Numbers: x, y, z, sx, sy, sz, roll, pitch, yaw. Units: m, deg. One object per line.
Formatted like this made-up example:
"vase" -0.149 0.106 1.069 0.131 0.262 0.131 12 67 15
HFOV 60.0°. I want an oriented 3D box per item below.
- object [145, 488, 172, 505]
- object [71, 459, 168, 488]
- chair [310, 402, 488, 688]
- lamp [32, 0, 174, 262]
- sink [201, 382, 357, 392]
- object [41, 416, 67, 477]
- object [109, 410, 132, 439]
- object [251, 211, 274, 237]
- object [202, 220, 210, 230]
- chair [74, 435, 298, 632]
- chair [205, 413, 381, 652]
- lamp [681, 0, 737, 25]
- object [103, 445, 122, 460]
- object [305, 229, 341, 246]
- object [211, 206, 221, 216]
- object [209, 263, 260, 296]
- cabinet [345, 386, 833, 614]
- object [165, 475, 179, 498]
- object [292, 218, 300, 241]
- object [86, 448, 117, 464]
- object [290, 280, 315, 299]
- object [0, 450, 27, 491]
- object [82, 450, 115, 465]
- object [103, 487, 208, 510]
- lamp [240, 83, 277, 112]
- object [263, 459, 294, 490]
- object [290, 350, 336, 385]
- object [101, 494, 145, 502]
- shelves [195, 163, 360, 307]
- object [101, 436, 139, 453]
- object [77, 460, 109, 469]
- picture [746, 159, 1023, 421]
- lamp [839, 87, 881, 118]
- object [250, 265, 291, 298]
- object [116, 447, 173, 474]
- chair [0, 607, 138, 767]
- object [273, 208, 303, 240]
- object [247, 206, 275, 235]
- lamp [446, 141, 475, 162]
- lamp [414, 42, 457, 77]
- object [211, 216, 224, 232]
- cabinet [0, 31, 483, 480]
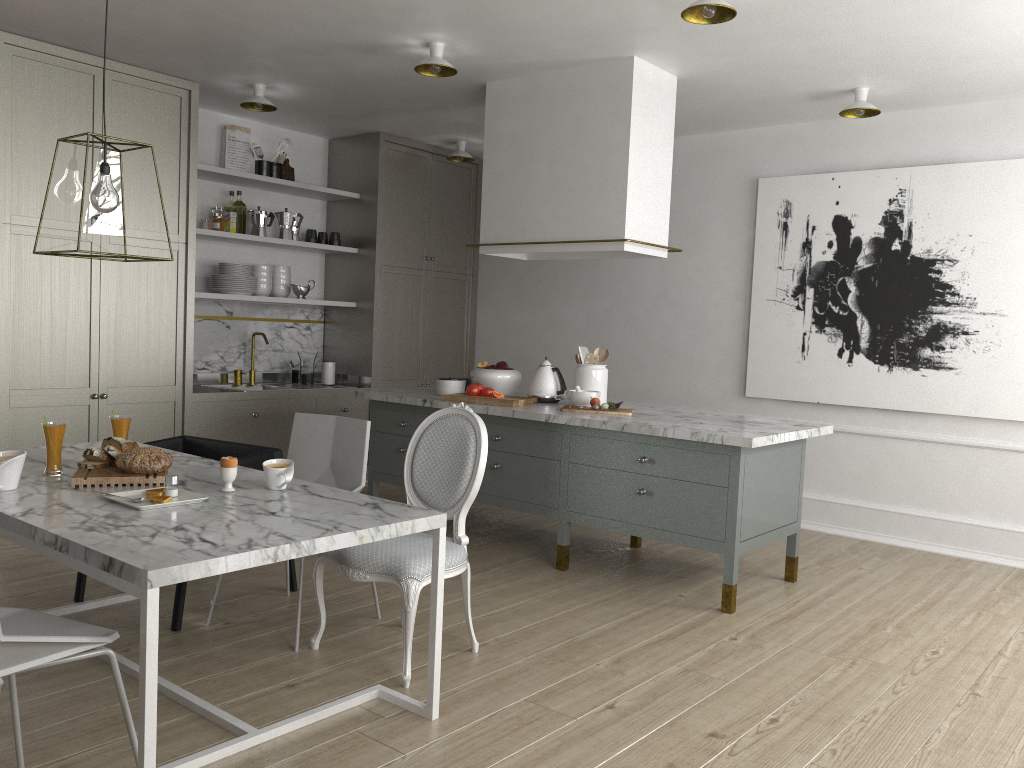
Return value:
"object" -0.976 0.311 2.448 0.068 0.014 0.197 1 4 -23
"object" -1.217 0.275 2.777 0.260 0.031 0.360 1 4 -21
"chair" -0.351 0.483 2.964 0.480 0.833 0.505 5 5 36
"lamp" -1.276 -0.955 2.788 0.584 1.108 0.584 0 5 -36
"sink" -1.506 0.100 5.790 0.475 0.174 0.877 6 5 39
"object" -1.412 0.189 2.735 0.071 0.188 0.071 0 4 -30
"object" -1.316 0.177 2.980 0.071 0.188 0.071 0 4 -30
"object" -1.573 -1.007 5.575 0.138 0.167 0.087 5 4 35
"object" -1.896 -0.976 5.496 0.046 0.084 0.046 1 4 -24
"chair" -1.247 0.536 3.449 0.569 0.597 0.609 5 4 29
"chair" -0.779 0.498 3.204 0.470 0.745 0.439 5 4 29
"lamp" 0.709 -1.382 3.185 0.197 0.130 0.197 3 4 14
"object" -1.244 0.225 2.790 0.079 0.067 0.074 3 4 11
"object" -1.308 -0.990 6.040 0.264 0.098 0.173 -1 5 -42
"object" -1.838 -1.018 5.508 0.059 0.172 0.059 3 4 12
"object" -1.738 -0.654 5.554 0.300 0.195 0.306 5 4 35
"cabinet" 0.260 0.468 4.466 2.360 0.721 0.870 6 5 39
"object" -0.956 0.286 2.491 0.036 0.060 0.036 2 4 -10
"object" -1.457 -1.023 5.915 0.087 0.167 0.138 1 4 -27
"object" -1.302 0.227 2.802 0.083 0.057 0.072 4 4 15
"object" -1.394 -0.631 5.906 0.102 0.135 0.210 5 4 31
"object" -1.419 0.248 2.479 0.110 0.105 0.170 0 4 -31
"object" -1.299 0.230 2.773 0.083 0.055 0.073 4 4 15
"object" -0.981 0.314 2.440 0.212 0.014 0.212 5 5 39
"lamp" -1.400 -1.587 4.904 0.197 0.130 0.197 2 4 -16
"object" -0.692 0.277 2.679 0.138 0.085 0.089 5 4 34
"object" -1.361 -0.112 6.043 0.307 0.229 0.144 2 4 -8
"object" -1.055 0.311 2.408 0.132 0.013 0.032 3 4 14
"shelves" -1.622 -0.918 5.707 0.352 0.775 1.339 6 5 39
"object" -1.267 0.209 2.877 0.086 0.087 0.090 4 4 16
"object" -1.302 0.251 2.745 0.077 0.017 0.068 4 4 17
"picture" 2.064 -0.522 4.898 1.545 1.315 0.039 6 5 39
"lamp" 1.753 -1.417 4.460 0.197 0.130 0.197 4 4 24
"object" -1.601 -0.679 5.879 0.149 0.216 0.309 5 4 32
"object" -1.126 0.232 2.722 0.157 0.075 0.151 2 4 -15
"chair" -1.036 0.576 1.790 0.470 0.745 0.439 4 4 24
"object" -1.455 -1.036 5.756 0.175 0.212 0.111 3 4 10
"object" -1.626 -1.042 5.738 0.175 0.212 0.111 2 4 -15
"lamp" -0.356 -1.621 6.180 0.197 0.130 0.197 6 5 44
"lamp" -0.345 -1.484 4.044 0.197 0.130 0.197 2 4 -16
"object" -1.808 -0.978 5.447 0.078 0.101 0.078 2 4 -5
"cabinet" -2.358 -0.507 5.033 0.947 2.377 5.433 6 5 39
